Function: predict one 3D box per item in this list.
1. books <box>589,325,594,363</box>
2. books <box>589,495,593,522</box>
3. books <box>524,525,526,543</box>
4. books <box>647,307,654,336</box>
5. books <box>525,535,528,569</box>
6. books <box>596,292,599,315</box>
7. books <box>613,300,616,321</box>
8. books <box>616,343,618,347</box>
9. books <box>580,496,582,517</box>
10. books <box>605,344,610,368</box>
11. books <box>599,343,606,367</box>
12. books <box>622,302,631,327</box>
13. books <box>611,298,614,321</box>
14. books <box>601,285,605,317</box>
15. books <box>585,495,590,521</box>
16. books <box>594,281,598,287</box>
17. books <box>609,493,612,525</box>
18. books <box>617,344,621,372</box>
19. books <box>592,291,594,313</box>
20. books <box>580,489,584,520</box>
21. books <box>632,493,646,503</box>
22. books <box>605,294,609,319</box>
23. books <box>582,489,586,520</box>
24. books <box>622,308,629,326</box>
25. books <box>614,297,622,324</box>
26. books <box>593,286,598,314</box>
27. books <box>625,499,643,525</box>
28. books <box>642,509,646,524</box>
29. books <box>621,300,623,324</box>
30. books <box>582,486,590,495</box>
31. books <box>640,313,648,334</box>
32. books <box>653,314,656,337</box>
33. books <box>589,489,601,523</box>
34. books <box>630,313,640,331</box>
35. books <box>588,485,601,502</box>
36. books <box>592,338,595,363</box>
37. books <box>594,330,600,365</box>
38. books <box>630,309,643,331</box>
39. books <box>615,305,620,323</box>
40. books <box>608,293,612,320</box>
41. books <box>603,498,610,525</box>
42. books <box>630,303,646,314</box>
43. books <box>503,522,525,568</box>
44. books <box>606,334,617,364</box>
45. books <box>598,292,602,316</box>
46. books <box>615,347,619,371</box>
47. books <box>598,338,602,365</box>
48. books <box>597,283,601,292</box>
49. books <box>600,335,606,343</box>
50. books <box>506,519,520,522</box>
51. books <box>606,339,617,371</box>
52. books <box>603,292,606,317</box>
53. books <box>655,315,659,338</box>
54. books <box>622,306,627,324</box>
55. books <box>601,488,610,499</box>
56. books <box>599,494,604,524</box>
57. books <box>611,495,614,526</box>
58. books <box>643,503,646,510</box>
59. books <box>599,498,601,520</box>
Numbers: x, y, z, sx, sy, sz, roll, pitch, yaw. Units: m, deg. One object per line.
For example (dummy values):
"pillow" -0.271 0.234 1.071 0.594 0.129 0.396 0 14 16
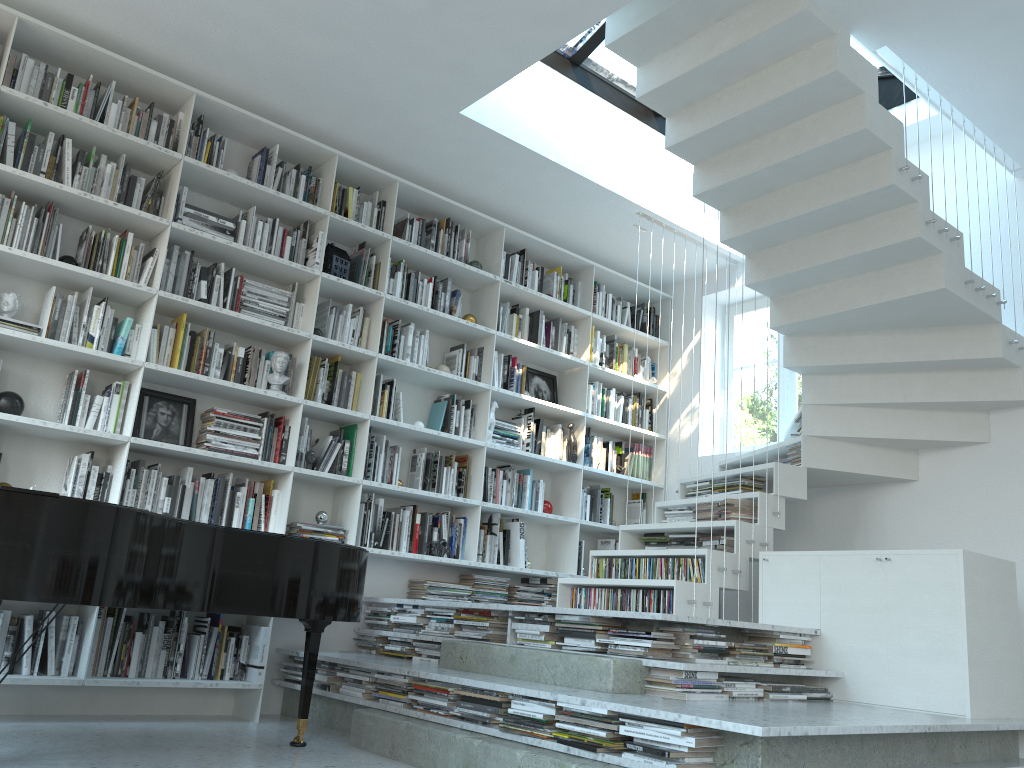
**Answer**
"books" 0.517 -0.263 6.376 0.010 0.293 0.183 16 -18 -37
"books" 0.508 0.894 6.270 0.025 0.207 0.149 16 -18 -37
"books" 0.021 1.068 5.808 0.025 0.286 0.160 16 -18 -37
"books" 1.026 -0.449 6.930 0.014 0.285 0.190 16 -18 -37
"books" 0.048 1.086 5.840 0.062 0.273 0.148 16 -18 -37
"books" 0.570 -0.553 6.571 0.022 0.228 0.175 16 -18 -37
"books" 0.724 -0.506 6.712 0.025 0.236 0.144 16 -18 -37
"books" 0.722 -0.172 6.553 0.022 0.241 0.145 16 -18 -37
"books" 0.415 0.840 6.181 0.024 0.251 0.175 16 -18 -37
"books" 0.655 -0.175 6.503 0.025 0.211 0.135 16 -18 -37
"books" 0.603 -0.189 6.432 0.024 0.193 0.190 16 -19 -37
"books" 0.858 -0.482 6.837 0.069 0.276 0.132 16 -18 -37
"books" 0.699 -0.517 6.704 0.027 0.249 0.155 16 -18 -37
"books" 0.617 -0.574 6.627 0.012 0.305 0.184 16 -18 -37
"books" 0.476 0.884 6.229 0.029 0.201 0.173 16 -18 -37
"books" 0.574 -0.595 6.611 0.014 0.330 0.143 16 -18 -37
"books" 0.657 0.917 6.396 0.012 0.253 0.161 16 -18 -37
"books" 0.735 -0.166 6.562 0.012 0.237 0.166 16 -18 -37
"books" 0.544 -0.585 6.568 0.013 0.285 0.151 16 -18 -37
"books" 0.433 0.856 6.203 0.037 0.235 0.153 16 -18 -37
"books" 0.948 0.975 6.645 0.013 0.314 0.129 16 -18 -37
"books" 0.656 -0.537 6.660 0.022 0.258 0.163 16 -18 -37
"books" 0.455 0.859 6.222 0.022 0.241 0.151 16 -18 -37
"books" 0.811 -0.468 6.781 0.057 0.211 0.163 16 -18 -37
"books" 0.771 -0.513 6.766 0.012 0.284 0.159 16 -18 -37
"books" 0.561 -0.576 6.563 0.012 0.268 0.185 16 -18 -37
"books" 0.906 0.990 6.592 0.012 0.253 0.161 16 -18 -37
"books" 0.923 1.028 6.590 0.028 0.181 0.167 16 -19 -37
"books" 0.783 -0.500 6.768 0.015 0.262 0.143 16 -18 -37
"books" 0.487 0.861 6.267 0.024 0.266 0.133 16 -18 -37
"books" 0.975 -0.428 6.887 0.012 0.215 0.192 16 -18 -37
"books" 1.052 -0.416 6.968 0.014 0.247 0.185 16 -18 -37
"books" 0.546 0.876 6.271 0.027 0.248 0.184 16 -18 -37
"books" 0.907 -0.436 6.835 0.024 0.192 0.186 16 -19 -37
"books" 0.577 0.871 6.335 0.013 0.296 0.141 16 -18 -37
"books" 0.526 -0.216 6.376 0.024 0.204 0.166 16 -18 -37
"books" 0.553 -0.240 6.392 0.026 0.262 0.189 16 -18 -37
"books" 0.934 -0.449 6.882 0.068 0.246 0.160 16 -18 -37
"books" 0.751 -0.483 6.735 0.026 0.207 0.163 16 -18 -37
"books" 0.675 -0.534 6.676 0.029 0.263 0.179 16 -18 -37
"books" 0.629 0.926 6.345 0.021 0.205 0.175 16 -18 -37
"books" 0.974 -0.468 6.924 0.014 0.312 0.162 16 -18 -37
"books" -0.016 1.043 5.734 0.075 0.290 0.255 16 -19 -37
"books" 0.703 -0.208 6.531 0.022 0.295 0.152 16 -18 -37
"books" 0.593 -0.551 6.600 0.023 0.243 0.183 16 -18 -37
"books" 0.711 -0.159 6.533 0.014 0.205 0.184 16 -18 -37
"books" 0.573 -0.211 6.418 0.049 0.223 0.161 16 -18 -37
"books" 0.599 -0.584 6.633 0.012 0.325 0.151 16 -18 -37
"books" 0.614 -0.215 6.466 0.023 0.263 0.158 16 -18 -37
"books" -0.006 1.049 5.818 0.012 0.325 0.136 16 -18 -37
"books" 0.687 -0.193 6.508 0.023 0.253 0.189 16 -18 -37
"books" 0.635 -0.550 6.650 0.027 0.275 0.148 16 -18 -37
"books" 1.075 -0.409 6.969 0.025 0.236 0.187 16 -18 -37
"books" 0.829 -0.469 6.814 0.010 0.235 0.131 16 -18 -37
"books" 0.639 0.892 6.371 0.011 0.284 0.161 16 -18 -37
"books" 0.589 0.905 6.330 0.014 0.230 0.172 16 -18 -37
"books" 0.668 0.926 6.399 0.013 0.239 0.166 16 -18 -37
"books" 0.937 1.008 6.619 0.022 0.236 0.152 16 -18 -37
"books" 0.558 0.913 6.311 0.027 0.200 0.164 16 -18 -37
